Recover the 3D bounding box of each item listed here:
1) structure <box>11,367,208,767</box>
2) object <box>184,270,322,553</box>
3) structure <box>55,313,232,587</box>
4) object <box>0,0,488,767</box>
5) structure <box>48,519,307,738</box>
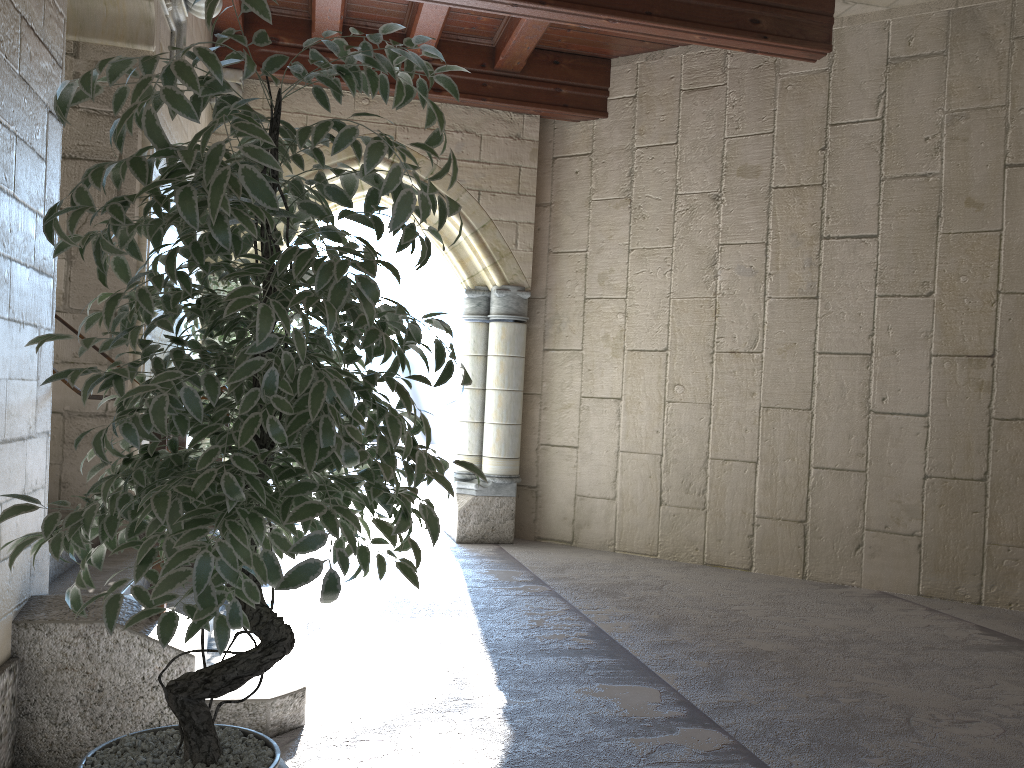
[{"bbox_3d":[-1.257,0.321,2.325,0.888,1.262,0.476,3,1,-13],"label":"structure"},{"bbox_3d":[-1.417,0.189,4.808,0.787,1.619,0.750,3,1,-17],"label":"object"},{"bbox_3d":[-1.575,0.335,3.698,0.888,1.262,0.472,3,1,-13],"label":"structure"},{"bbox_3d":[-0.463,0.168,1.594,0.786,1.619,0.751,3,1,18],"label":"object"},{"bbox_3d":[-1.973,0.525,2.881,2.574,0.810,1.460,3,-1,-13],"label":"structure"}]
